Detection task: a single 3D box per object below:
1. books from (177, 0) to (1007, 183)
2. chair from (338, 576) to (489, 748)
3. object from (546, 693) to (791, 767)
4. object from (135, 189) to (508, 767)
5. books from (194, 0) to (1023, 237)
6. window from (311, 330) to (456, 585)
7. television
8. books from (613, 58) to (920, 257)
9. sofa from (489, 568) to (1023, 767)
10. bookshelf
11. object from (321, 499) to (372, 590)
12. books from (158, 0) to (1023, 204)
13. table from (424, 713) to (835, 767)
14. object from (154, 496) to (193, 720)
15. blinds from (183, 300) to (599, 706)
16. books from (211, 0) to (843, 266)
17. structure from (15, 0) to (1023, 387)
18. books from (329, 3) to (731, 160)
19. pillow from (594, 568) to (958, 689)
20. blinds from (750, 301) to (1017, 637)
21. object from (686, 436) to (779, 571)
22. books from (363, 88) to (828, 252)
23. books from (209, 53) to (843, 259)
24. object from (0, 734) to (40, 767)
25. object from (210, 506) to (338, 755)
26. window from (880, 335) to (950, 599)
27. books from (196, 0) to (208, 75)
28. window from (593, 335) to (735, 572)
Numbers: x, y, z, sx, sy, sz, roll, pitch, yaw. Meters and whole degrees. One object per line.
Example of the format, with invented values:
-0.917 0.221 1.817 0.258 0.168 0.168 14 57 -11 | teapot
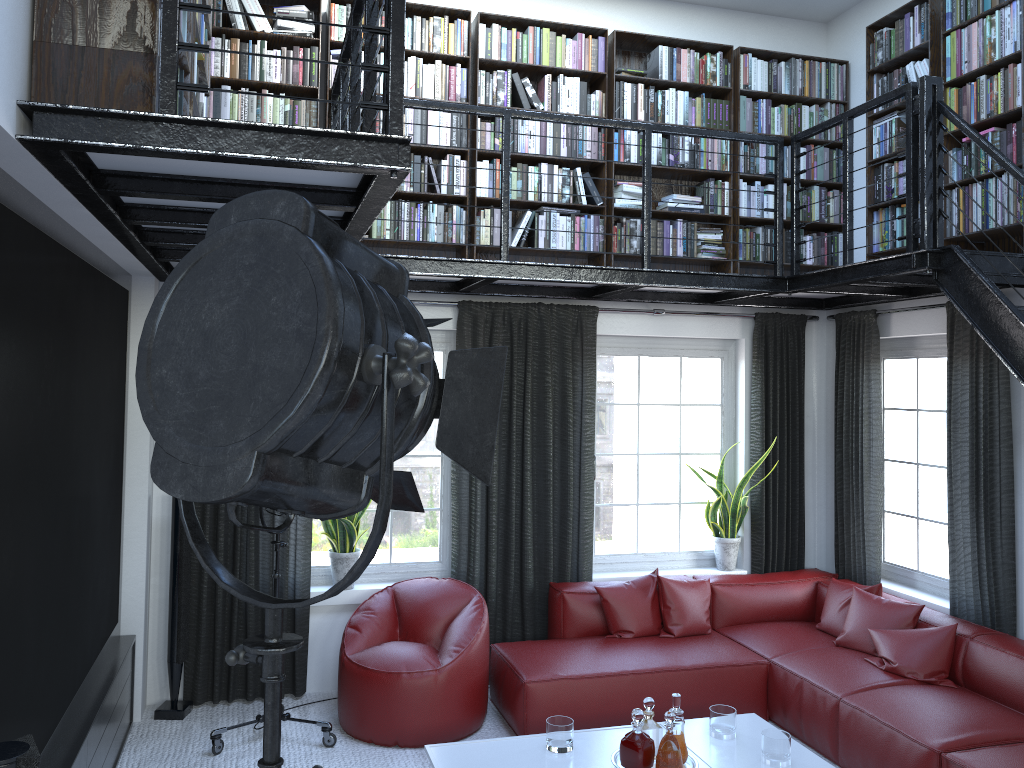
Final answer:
0.571 -1.405 4.219 4.334 1.141 1.597 1 -1 -17 | books
-0.539 1.507 4.917 0.831 0.712 0.829 0 -1 36 | chair
0.690 1.489 3.873 1.008 0.295 0.512 1 -1 -13 | object
-0.264 0.551 1.174 0.611 1.580 0.544 0 -2 28 | object
0.535 -1.538 4.459 4.383 1.406 1.169 1 -1 -16 | books
-0.907 0.446 5.575 1.167 1.607 0.133 1 -2 -16 | window
-1.619 0.627 3.194 0.116 2.429 3.350 2 -1 -16 | television
0.285 -1.550 5.168 4.434 1.430 1.284 1 -1 -14 | books
1.423 1.576 4.294 2.541 0.656 3.278 1 0 -16 | sofa
0.548 -1.469 4.324 4.474 1.618 3.087 1 -1 -16 | bookshelf
-1.093 0.769 5.246 0.553 0.941 0.525 1 -2 -5 | object
0.666 -1.536 3.936 4.376 1.410 2.204 1 -1 -17 | books
0.566 1.753 3.629 1.664 0.244 1.165 1 0 -16 | table
-1.870 1.227 4.949 0.157 1.222 0.157 1 -2 0 | object
-0.649 0.651 5.420 2.507 2.388 0.125 1 -2 -16 | blinds
0.168 -1.537 5.636 4.440 1.398 0.242 1 -2 -16 | books
0.727 0.199 3.523 4.487 3.357 4.613 1 -1 -16 | structure
0.166 -1.834 5.659 2.636 0.828 0.213 1 -2 -16 | books
1.578 1.343 5.308 1.957 0.402 0.982 1 0 26 | pillow
2.341 0.694 5.543 0.527 2.382 1.749 2 -2 -34 | blinds
1.478 0.809 5.952 0.553 0.941 0.525 2 -2 -27 | object
0.520 -1.392 5.749 3.391 1.123 0.240 1 -2 -16 | books
0.168 -1.548 5.641 4.435 1.413 0.227 1 -2 -16 | books
-0.887 1.242 1.499 0.157 1.222 0.157 2 -3 -35 | object
-0.297 1.073 5.252 2.904 1.580 0.753 1 -2 -32 | object
2.623 0.500 5.487 0.133 1.607 1.166 2 -2 -16 | window
-1.339 -1.578 3.341 0.315 1.424 2.205 1 -1 -16 | books
1.022 0.475 6.123 1.167 1.607 0.133 1 -2 -16 | window
